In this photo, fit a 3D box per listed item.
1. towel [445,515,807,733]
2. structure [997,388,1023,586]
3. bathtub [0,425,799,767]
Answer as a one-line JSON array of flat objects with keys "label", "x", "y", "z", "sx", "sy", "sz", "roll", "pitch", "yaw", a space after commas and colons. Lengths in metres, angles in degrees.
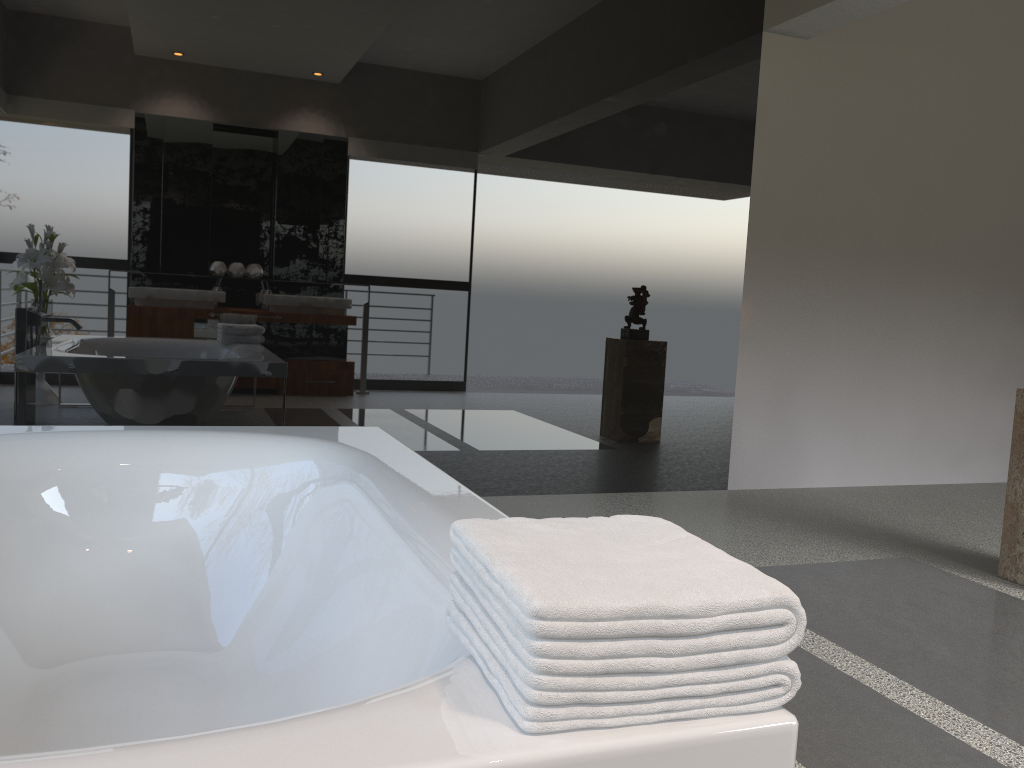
[{"label": "towel", "x": 0.108, "y": 0.254, "z": 1.007, "sx": 0.305, "sy": 0.145, "sz": 0.322, "roll": 2, "pitch": 5, "yaw": -18}, {"label": "structure", "x": 2.016, "y": 0.193, "z": 3.138, "sx": 0.328, "sy": 1.073, "sz": 0.292, "roll": 1, "pitch": 5, "yaw": -21}, {"label": "bathtub", "x": -0.691, "y": 0.469, "z": 1.581, "sx": 1.327, "sy": 0.504, "sz": 1.960, "roll": 1, "pitch": 6, "yaw": -21}]
